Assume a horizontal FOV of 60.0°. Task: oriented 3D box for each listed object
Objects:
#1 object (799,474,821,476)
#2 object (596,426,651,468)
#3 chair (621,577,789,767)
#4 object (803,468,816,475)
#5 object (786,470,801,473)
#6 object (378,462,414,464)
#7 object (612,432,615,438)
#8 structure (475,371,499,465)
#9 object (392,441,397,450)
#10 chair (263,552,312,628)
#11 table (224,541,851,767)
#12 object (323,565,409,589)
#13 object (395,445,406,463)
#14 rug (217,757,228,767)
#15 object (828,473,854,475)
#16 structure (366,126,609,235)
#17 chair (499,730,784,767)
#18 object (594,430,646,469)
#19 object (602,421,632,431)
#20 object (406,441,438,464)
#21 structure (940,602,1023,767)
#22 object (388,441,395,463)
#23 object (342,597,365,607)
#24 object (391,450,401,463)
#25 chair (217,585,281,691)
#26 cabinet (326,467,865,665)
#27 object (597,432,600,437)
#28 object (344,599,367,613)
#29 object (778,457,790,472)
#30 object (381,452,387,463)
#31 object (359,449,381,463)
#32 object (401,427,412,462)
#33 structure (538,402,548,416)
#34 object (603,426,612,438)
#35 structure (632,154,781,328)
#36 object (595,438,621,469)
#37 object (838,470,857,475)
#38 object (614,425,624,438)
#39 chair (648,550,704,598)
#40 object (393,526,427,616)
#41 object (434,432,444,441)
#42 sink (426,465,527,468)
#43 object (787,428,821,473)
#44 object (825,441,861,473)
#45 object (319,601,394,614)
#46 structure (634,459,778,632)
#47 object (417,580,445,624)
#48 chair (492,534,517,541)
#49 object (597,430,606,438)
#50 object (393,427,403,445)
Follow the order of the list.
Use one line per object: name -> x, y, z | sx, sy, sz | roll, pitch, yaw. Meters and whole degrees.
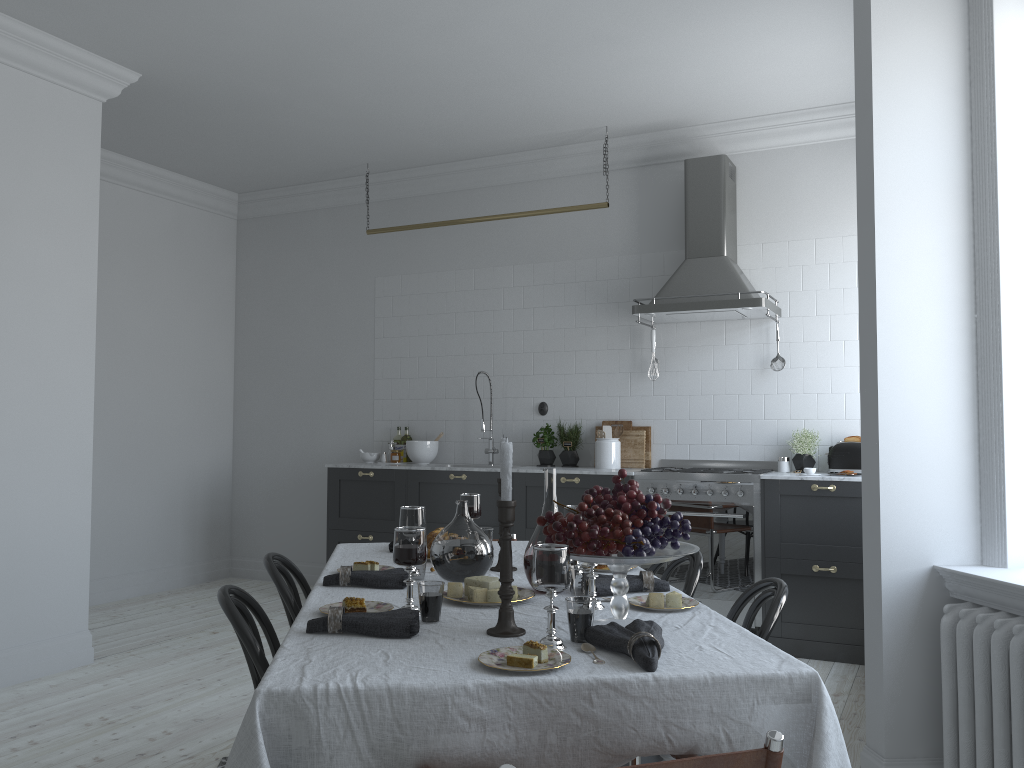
object -> 1.757, 0.535, 5.225 | 0.126, 0.008, 0.126 | 2, -4, -37
object -> 0.779, 0.442, 6.222 | 0.400, 0.290, 0.030 | -1, -3, 26
chair -> 0.441, 0.970, 2.339 | 0.564, 0.909, 0.463 | 0, -3, 4
object -> 1.756, 0.516, 5.226 | 0.072, 0.040, 0.070 | -1, -3, 18
object -> 1.755, 0.545, 5.525 | 0.091, 0.018, 0.062 | -1, -3, 24
object -> -0.900, 0.612, 6.896 | 0.180, 0.008, 0.272 | -1, -3, 26
object -> 0.700, 0.454, 6.116 | 0.050, 0.247, 0.114 | 1, -3, -9
structure -> -0.197, 0.251, 6.468 | 0.100, 0.692, 0.266 | -1, -3, 26
object -> -0.934, 0.530, 6.943 | 0.059, 0.172, 0.059 | 2, -3, -32
chair -> -0.503, 0.991, 2.816 | 0.564, 0.909, 0.463 | 1, -3, -10
table -> -0.063, 1.010, 2.597 | 1.210, 0.842, 2.179 | 1, -3, -7
object -> -0.413, 0.563, 2.584 | 0.247, 0.061, 0.165 | 1, -3, -24
object -> -0.868, 0.545, 6.922 | 0.077, 0.141, 0.044 | -1, -3, 26
rug -> -0.184, 1.420, 2.538 | 1.701, 0.021, 2.166 | 0, -3, -6
object -> 1.913, 0.527, 5.192 | 0.018, 0.008, 0.209 | 2, -3, -29
structure -> -0.240, -1.447, 6.419 | 1.988, 0.556, 0.053 | -1, -3, 26
chair -> 0.107, 0.965, 1.545 | 0.546, 0.837, 0.593 | 1, -3, -19
object -> 0.751, 0.454, 6.173 | 0.360, 0.261, 0.053 | -1, -3, 26
object -> 0.732, 0.422, 6.210 | 0.220, 0.330, 0.041 | -1, -3, 26
object -> -0.687, 0.523, 6.782 | 0.247, 0.175, 0.247 | -2, -4, 40
structure -> 1.676, 1.065, 2.182 | 0.245, 0.753, 1.710 | 1, -3, -11
object -> -0.934, 0.527, 6.878 | 0.059, 0.172, 0.059 | 2, -3, -32
object -> -0.399, 0.555, 2.232 | 0.057, 0.037, 0.021 | 0, -3, 7
object -> -0.894, 0.560, 6.819 | 0.078, 0.101, 0.078 | 2, -4, -35
chair -> -0.459, 0.963, 2.248 | 0.564, 0.909, 0.463 | 1, -3, -15
cabinet -> 0.490, 1.101, 5.989 | 3.897, 1.012, 0.646 | -1, -3, 26
object -> 0.627, 0.451, 6.100 | 0.061, 0.251, 0.117 | 2, -3, -34
object -> -0.388, 0.553, 2.193 | 0.051, 0.039, 0.036 | 1, -3, -24
object -> 1.729, 0.513, 5.639 | 0.072, 0.095, 0.072 | 1, -3, -19
object -> -0.988, 0.570, 6.853 | 0.046, 0.084, 0.046 | 0, -3, 13
object -> -1.107, 0.563, 6.943 | 0.159, 0.110, 0.172 | -1, -3, 21
object -> -0.822, 0.477, 6.959 | 0.089, 0.282, 0.082 | -1, -3, 26
structure -> 0.224, 0.181, 6.509 | 0.079, 0.103, 0.032 | -1, -3, 26
object -> 0.661, 0.431, 6.102 | 0.064, 0.290, 0.141 | 0, -3, 0
structure -> 1.261, -0.934, 5.757 | 0.843, 1.079, 0.567 | -1, -3, 26
object -> 0.658, 0.477, 6.090 | 0.174, 0.208, 0.174 | -1, -3, 22
object -> 1.966, 0.522, 5.206 | 0.074, 0.031, 0.119 | 2, -3, -31
object -> 0.706, 0.431, 6.111 | 0.131, 0.296, 0.056 | 0, -3, 6
chair -> 0.343, 0.998, 2.908 | 0.564, 0.909, 0.463 | 1, -3, -10
object -> -0.254, 0.467, 2.208 | 0.083, 0.215, 0.083 | -2, -3, 31
object -> -0.620, 0.485, 6.784 | 0.209, 0.232, 0.042 | 1, -3, -23
sink -> -0.265, 0.691, 6.344 | 0.669, 0.203, 0.384 | -1, -3, 26
object -> 1.837, 0.415, 5.575 | 0.210, 0.283, 0.220 | -2, -4, 39
object -> 2.092, 0.448, 5.450 | 0.326, 0.207, 0.219 | -2, -3, 31
object -> -0.389, 0.567, 2.222 | 0.182, 0.013, 0.182 | -2, -4, 41
structure -> 1.238, 1.042, 5.623 | 0.779, 1.096, 0.651 | -1, -3, 26
object -> -0.194, 0.522, 2.118 | 0.066, 0.094, 0.066 | -1, -3, 15
chair -> -0.201, 1.070, 3.644 | 0.546, 0.837, 0.593 | 0, -3, -2
object -> 0.611, 0.445, 6.082 | 0.054, 0.262, 0.149 | 0, -3, 1
object -> -0.893, 0.478, 6.999 | 0.066, 0.282, 0.066 | -1, -3, 21
